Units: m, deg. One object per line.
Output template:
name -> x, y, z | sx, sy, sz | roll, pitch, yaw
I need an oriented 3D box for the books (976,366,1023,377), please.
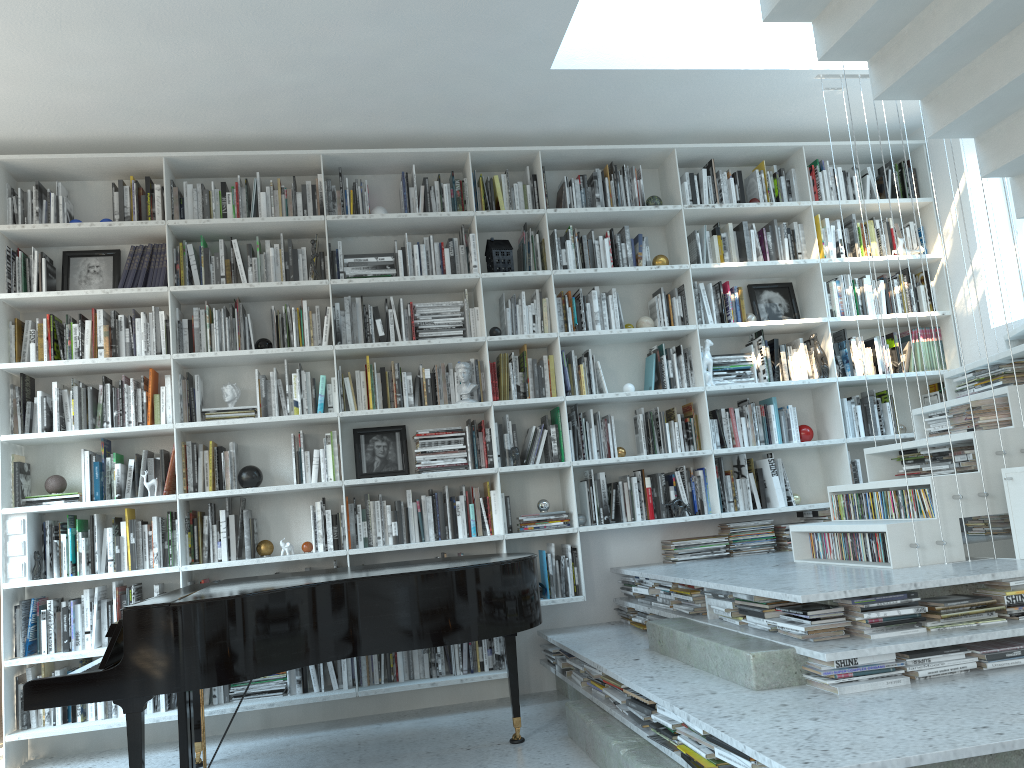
books -> 2.366, -0.062, 4.236 | 0.174, 0.009, 0.240 | -5, -8, -2

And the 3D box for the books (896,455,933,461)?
books -> 2.067, 0.369, 4.454 | 0.159, 0.009, 0.208 | -3, -9, -15

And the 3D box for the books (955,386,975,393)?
books -> 2.409, 0.016, 4.523 | 0.184, 0.006, 0.263 | -6, -8, 4

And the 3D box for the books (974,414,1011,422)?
books -> 2.187, 0.148, 3.953 | 0.215, 0.014, 0.138 | -8, -9, 17

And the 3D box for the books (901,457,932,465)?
books -> 2.075, 0.384, 4.453 | 0.140, 0.022, 0.181 | -3, -9, -17

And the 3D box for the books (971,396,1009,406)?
books -> 2.184, 0.077, 3.972 | 0.234, 0.025, 0.157 | -10, -9, 27

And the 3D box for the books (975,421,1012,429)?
books -> 2.196, 0.180, 3.964 | 0.215, 0.013, 0.189 | -9, -9, 22

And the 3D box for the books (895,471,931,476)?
books -> 2.063, 0.444, 4.442 | 0.189, 0.007, 0.195 | -3, -9, -13

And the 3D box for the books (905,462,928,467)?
books -> 2.084, 0.399, 4.453 | 0.132, 0.010, 0.198 | -4, -8, -7

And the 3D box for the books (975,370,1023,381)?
books -> 2.364, -0.043, 4.233 | 0.176, 0.007, 0.254 | -5, -8, -3

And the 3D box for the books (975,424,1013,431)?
books -> 2.199, 0.193, 3.967 | 0.206, 0.012, 0.183 | -8, -9, 17

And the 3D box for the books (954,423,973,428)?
books -> 2.218, 0.193, 4.227 | 0.139, 0.013, 0.155 | -4, -9, -9

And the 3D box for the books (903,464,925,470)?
books -> 2.078, 0.412, 4.449 | 0.145, 0.015, 0.166 | -3, -9, -16

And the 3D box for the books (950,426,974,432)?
books -> 2.221, 0.203, 4.210 | 0.200, 0.014, 0.178 | -4, -8, -6

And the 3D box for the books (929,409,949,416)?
books -> 2.243, 0.138, 4.502 | 0.157, 0.014, 0.180 | -3, -9, -13

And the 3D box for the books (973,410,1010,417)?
books -> 2.191, 0.131, 3.970 | 0.232, 0.011, 0.171 | -9, -9, 26

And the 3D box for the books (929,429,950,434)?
books -> 2.258, 0.232, 4.490 | 0.138, 0.010, 0.255 | -3, -9, -14

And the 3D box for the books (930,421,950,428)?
books -> 2.257, 0.195, 4.496 | 0.143, 0.019, 0.231 | -4, -9, -12

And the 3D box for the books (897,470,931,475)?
books -> 2.069, 0.436, 4.444 | 0.158, 0.009, 0.216 | -3, -9, -17

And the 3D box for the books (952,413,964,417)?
books -> 2.213, 0.141, 4.237 | 0.159, 0.012, 0.129 | -6, -8, 4

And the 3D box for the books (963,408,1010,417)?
books -> 2.184, 0.120, 3.957 | 0.295, 0.007, 0.146 | -8, -9, 20

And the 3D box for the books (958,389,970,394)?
books -> 2.418, 0.020, 4.521 | 0.152, 0.005, 0.293 | -6, -8, 1

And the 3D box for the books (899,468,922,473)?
books -> 2.065, 0.426, 4.445 | 0.159, 0.012, 0.225 | -5, -8, -3

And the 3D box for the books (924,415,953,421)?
books -> 2.233, 0.166, 4.496 | 0.173, 0.011, 0.203 | -3, -9, -16

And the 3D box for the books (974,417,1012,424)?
books -> 2.193, 0.162, 3.964 | 0.222, 0.011, 0.180 | -9, -9, 21

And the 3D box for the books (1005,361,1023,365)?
books -> 2.383, -0.084, 4.239 | 0.134, 0.007, 0.298 | -5, -8, -2

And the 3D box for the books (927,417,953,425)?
books -> 2.250, 0.178, 4.497 | 0.149, 0.016, 0.240 | -3, -9, -13

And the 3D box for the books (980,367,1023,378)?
books -> 2.377, -0.053, 4.234 | 0.144, 0.011, 0.257 | -5, -8, -4

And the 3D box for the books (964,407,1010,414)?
books -> 2.183, 0.113, 3.958 | 0.295, 0.007, 0.146 | -9, -9, 24

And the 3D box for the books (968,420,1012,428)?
books -> 2.199, 0.172, 3.975 | 0.254, 0.007, 0.189 | -8, -9, 17

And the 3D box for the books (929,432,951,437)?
books -> 2.262, 0.245, 4.489 | 0.136, 0.017, 0.289 | -3, -9, -13

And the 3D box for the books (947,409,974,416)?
books -> 2.214, 0.127, 4.220 | 0.218, 0.012, 0.156 | -6, -8, 6

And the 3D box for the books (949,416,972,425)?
books -> 2.219, 0.160, 4.202 | 0.178, 0.035, 0.222 | -4, -8, -6

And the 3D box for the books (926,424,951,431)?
books -> 2.257, 0.211, 4.493 | 0.145, 0.012, 0.297 | -4, -9, -12

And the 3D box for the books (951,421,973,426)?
books -> 2.220, 0.180, 4.204 | 0.188, 0.005, 0.182 | -4, -9, -11

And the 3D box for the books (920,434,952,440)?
books -> 2.239, 0.263, 4.482 | 0.190, 0.018, 0.288 | -4, -9, -12

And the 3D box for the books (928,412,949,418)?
books -> 2.242, 0.153, 4.500 | 0.157, 0.014, 0.180 | -3, -9, -15

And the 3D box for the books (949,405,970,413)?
books -> 2.213, 0.112, 4.223 | 0.166, 0.017, 0.190 | -4, -9, -8

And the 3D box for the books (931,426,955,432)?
books -> 2.248, 0.222, 4.490 | 0.160, 0.010, 0.180 | -4, -9, -8

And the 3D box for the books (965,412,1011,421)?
books -> 2.186, 0.137, 3.954 | 0.295, 0.006, 0.146 | -9, -9, 24

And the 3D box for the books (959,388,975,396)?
books -> 2.411, 0.032, 4.520 | 0.166, 0.018, 0.264 | -7, -9, 8

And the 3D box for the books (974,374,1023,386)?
books -> 2.365, -0.021, 4.230 | 0.187, 0.009, 0.261 | -5, -8, -1

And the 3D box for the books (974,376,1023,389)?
books -> 2.358, -0.009, 4.228 | 0.191, 0.014, 0.244 | -6, -8, 2

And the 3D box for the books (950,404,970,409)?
books -> 2.211, 0.100, 4.230 | 0.155, 0.009, 0.155 | -4, -9, -11

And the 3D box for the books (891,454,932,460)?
books -> 2.049, 0.363, 4.452 | 0.198, 0.006, 0.189 | -3, -9, -14

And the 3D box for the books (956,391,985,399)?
books -> 2.411, 0.045, 4.519 | 0.176, 0.009, 0.275 | -6, -8, 2

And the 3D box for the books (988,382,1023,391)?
books -> 2.390, 0.015, 4.225 | 0.130, 0.014, 0.250 | -6, -8, 2

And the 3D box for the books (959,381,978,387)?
books -> 2.408, -0.008, 4.526 | 0.162, 0.008, 0.290 | -7, -9, 8

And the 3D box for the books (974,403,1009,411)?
books -> 2.189, 0.103, 3.975 | 0.184, 0.016, 0.179 | -8, -9, 18

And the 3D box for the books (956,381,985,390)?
books -> 2.406, 0.002, 4.525 | 0.171, 0.011, 0.232 | -5, -8, 0

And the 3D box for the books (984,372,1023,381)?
books -> 2.375, -0.033, 4.232 | 0.154, 0.014, 0.197 | -6, -8, 2

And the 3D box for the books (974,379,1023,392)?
books -> 2.360, 0.004, 4.227 | 0.182, 0.013, 0.287 | -6, -8, 3

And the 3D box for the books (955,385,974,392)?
books -> 2.406, 0.010, 4.523 | 0.170, 0.006, 0.268 | -5, -8, 0

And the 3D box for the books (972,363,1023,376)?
books -> 2.356, -0.072, 4.237 | 0.191, 0.013, 0.244 | -5, -8, 0

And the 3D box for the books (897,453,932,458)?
books -> 2.068, 0.352, 4.457 | 0.160, 0.012, 0.195 | -3, -9, -13

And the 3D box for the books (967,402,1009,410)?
books -> 2.182, 0.091, 3.963 | 0.254, 0.005, 0.161 | -9, -9, 22

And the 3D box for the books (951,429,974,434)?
books -> 2.219, 0.222, 4.237 | 0.184, 0.016, 0.128 | -5, -8, -3

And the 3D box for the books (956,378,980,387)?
books -> 2.407, -0.015, 4.527 | 0.168, 0.005, 0.292 | -6, -9, 7
